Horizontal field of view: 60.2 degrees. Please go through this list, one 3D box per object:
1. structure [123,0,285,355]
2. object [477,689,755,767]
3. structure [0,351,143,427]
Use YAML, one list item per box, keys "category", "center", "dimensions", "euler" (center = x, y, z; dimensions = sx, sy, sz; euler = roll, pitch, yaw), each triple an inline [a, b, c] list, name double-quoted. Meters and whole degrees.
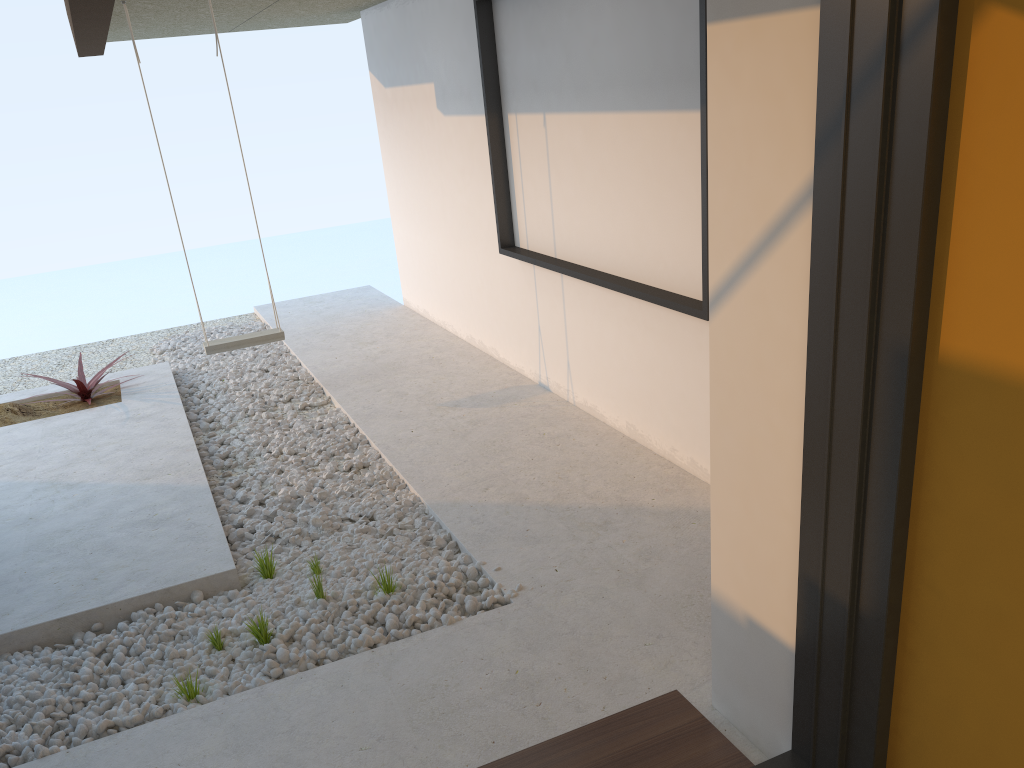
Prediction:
- category: "structure"
  center: [-1.686, -1.104, 4.914]
  dimensions: [0.458, 1.931, 0.125]
  euler: [-14, 24, -20]
- category: "object"
  center: [0.201, 0.991, 2.135]
  dimensions: [0.698, 0.104, 0.341]
  euler: [-13, 21, -20]
- category: "structure"
  center: [-2.920, 0.070, 5.496]
  dimensions: [1.194, 0.302, 0.728]
  euler: [-14, 21, -20]
